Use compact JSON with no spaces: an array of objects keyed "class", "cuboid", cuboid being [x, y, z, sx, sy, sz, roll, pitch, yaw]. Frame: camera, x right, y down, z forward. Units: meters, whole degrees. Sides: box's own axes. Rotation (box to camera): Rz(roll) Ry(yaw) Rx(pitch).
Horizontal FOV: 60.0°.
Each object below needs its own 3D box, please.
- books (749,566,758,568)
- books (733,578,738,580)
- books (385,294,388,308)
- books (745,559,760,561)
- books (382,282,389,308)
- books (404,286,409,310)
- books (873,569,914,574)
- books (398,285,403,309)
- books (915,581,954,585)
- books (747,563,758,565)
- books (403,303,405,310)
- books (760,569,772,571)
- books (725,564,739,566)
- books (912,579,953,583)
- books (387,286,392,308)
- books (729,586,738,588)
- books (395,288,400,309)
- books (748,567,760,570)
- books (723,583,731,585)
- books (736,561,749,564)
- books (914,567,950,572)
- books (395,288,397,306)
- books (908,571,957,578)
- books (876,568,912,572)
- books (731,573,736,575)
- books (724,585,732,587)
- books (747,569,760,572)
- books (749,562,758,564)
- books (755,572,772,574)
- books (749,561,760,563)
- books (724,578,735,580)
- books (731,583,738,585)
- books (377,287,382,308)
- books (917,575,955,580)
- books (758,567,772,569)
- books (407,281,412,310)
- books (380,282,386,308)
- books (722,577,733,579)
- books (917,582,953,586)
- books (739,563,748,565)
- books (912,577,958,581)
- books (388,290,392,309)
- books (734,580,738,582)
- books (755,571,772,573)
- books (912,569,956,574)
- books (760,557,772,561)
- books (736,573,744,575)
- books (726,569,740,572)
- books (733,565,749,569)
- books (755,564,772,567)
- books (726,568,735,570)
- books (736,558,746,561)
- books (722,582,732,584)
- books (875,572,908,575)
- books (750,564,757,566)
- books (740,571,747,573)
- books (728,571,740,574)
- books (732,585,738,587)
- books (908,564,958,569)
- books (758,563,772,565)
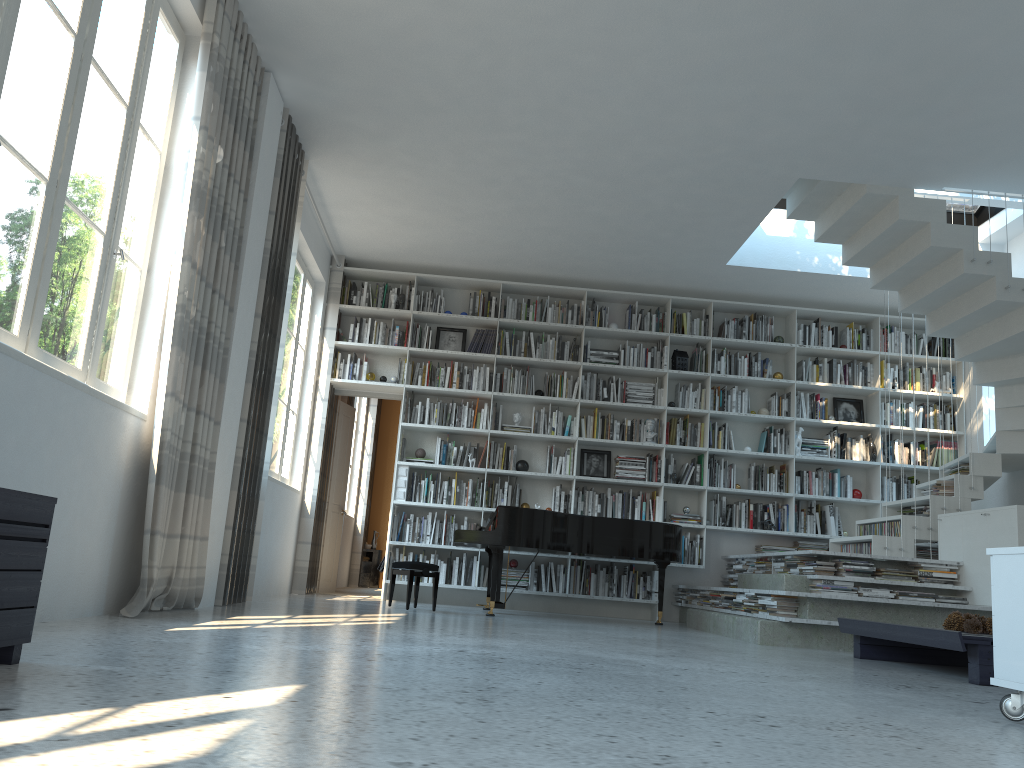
[{"class":"books","cuboid":[2.201,1.620,7.828,0.150,0.013,0.216,5,-12,-2]},{"class":"books","cuboid":[2.136,1.788,8.117,0.149,0.014,0.229,5,-12,-4]},{"class":"books","cuboid":[-1.240,-0.782,8.796,0.024,0.187,0.159,5,-12,-2]},{"class":"books","cuboid":[2.187,1.562,7.839,0.165,0.015,0.243,6,-12,-7]},{"class":"books","cuboid":[-1.262,-0.844,8.818,0.029,0.314,0.129,5,-12,-2]},{"class":"books","cuboid":[-1.043,-0.813,8.816,0.022,0.286,0.175,5,-12,-2]},{"class":"books","cuboid":[2.767,1.368,6.465,0.245,0.013,0.173,5,-12,-3]},{"class":"books","cuboid":[-1.111,-0.820,8.822,0.013,0.291,0.154,5,-12,-2]},{"class":"books","cuboid":[3.060,1.450,6.470,0.259,0.009,0.153,5,-12,-5]},{"class":"books","cuboid":[2.192,1.596,7.833,0.167,0.008,0.235,5,-12,-3]},{"class":"books","cuboid":[-1.072,-0.765,8.806,0.028,0.184,0.168,5,-12,-2]},{"class":"books","cuboid":[2.217,1.588,7.541,0.138,0.017,0.238,5,-12,-3]},{"class":"books","cuboid":[2.151,1.719,8.415,0.171,0.015,0.253,6,-12,-7]},{"class":"books","cuboid":[3.060,1.439,6.478,0.262,0.016,0.132,6,-12,-7]},{"class":"books","cuboid":[-1.219,-0.822,8.812,0.013,0.274,0.158,5,-12,-2]},{"class":"books","cuboid":[2.109,1.862,8.101,0.187,0.009,0.261,4,-12,1]},{"class":"books","cuboid":[-1.132,-0.808,8.806,0.027,0.258,0.147,5,-12,-2]},{"class":"books","cuboid":[2.195,1.635,7.825,0.154,0.018,0.221,5,-12,-3]},{"class":"books","cuboid":[2.109,1.905,8.411,0.170,0.012,0.215,5,-12,-2]},{"class":"books","cuboid":[2.179,1.643,8.134,0.163,0.018,0.290,5,-12,-3]},{"class":"books","cuboid":[3.067,1.354,6.481,0.192,0.024,0.168,4,-12,3]},{"class":"books","cuboid":[-1.157,-0.806,8.808,0.021,0.253,0.179,5,-12,-2]},{"class":"books","cuboid":[3.064,1.392,6.474,0.284,0.030,0.177,5,-12,-1]},{"class":"books","cuboid":[2.768,1.355,6.461,0.203,0.011,0.173,6,-12,-7]},{"class":"books","cuboid":[2.169,1.807,8.398,0.134,0.014,0.181,5,-12,-5]},{"class":"books","cuboid":[2.120,1.918,8.409,0.147,0.014,0.293,5,-12,-2]},{"class":"books","cuboid":[2.183,1.654,7.821,0.164,0.023,0.242,4,-12,2]},{"class":"books","cuboid":[2.198,1.588,7.835,0.160,0.010,0.180,5,-12,-2]},{"class":"books","cuboid":[2.186,1.613,7.535,0.182,0.011,0.254,4,-12,2]},{"class":"books","cuboid":[2.199,1.577,7.837,0.149,0.013,0.220,4,-12,1]},{"class":"books","cuboid":[2.113,1.860,8.420,0.152,0.015,0.208,4,-12,3]},{"class":"books","cuboid":[2.116,1.836,8.106,0.180,0.016,0.183,5,-12,-5]},{"class":"books","cuboid":[-1.308,-0.819,8.815,0.030,0.257,0.130,5,-12,-2]},{"class":"books","cuboid":[3.062,1.416,6.478,0.268,0.014,0.160,5,-12,-3]},{"class":"books","cuboid":[2.206,1.570,7.544,0.159,0.018,0.203,5,-12,-4]},{"class":"books","cuboid":[-1.023,-0.837,8.817,0.014,0.337,0.168,5,-12,-2]},{"class":"books","cuboid":[-1.284,-0.843,8.806,0.014,0.303,0.146,5,-12,-2]},{"class":"books","cuboid":[2.108,1.848,8.423,0.174,0.009,0.240,4,-12,0]},{"class":"books","cuboid":[3.059,1.457,6.459,0.220,0.011,0.178,5,-12,-4]},{"class":"books","cuboid":[2.179,1.658,8.131,0.143,0.012,0.264,4,-12,3]},{"class":"books","cuboid":[3.062,1.422,6.456,0.281,0.008,0.181,4,-12,3]},{"class":"books","cuboid":[-1.204,-0.796,8.807,0.021,0.226,0.156,5,-12,-2]},{"class":"books","cuboid":[2.137,1.813,8.112,0.137,0.018,0.201,6,-12,-6]},{"class":"books","cuboid":[2.194,1.601,7.537,0.178,0.014,0.248,5,-12,-4]},{"class":"books","cuboid":[3.066,1.370,6.470,0.261,0.012,0.180,4,-12,2]},{"class":"books","cuboid":[2.214,1.498,7.559,0.139,0.028,0.262,4,-12,3]},{"class":"books","cuboid":[2.167,1.744,8.113,0.173,0.016,0.233,5,-12,-3]},{"class":"books","cuboid":[2.149,1.774,8.404,0.175,0.017,0.266,4,-12,1]},{"class":"books","cuboid":[2.159,1.683,8.125,0.189,0.030,0.238,5,-12,-5]},{"class":"books","cuboid":[2.199,1.552,7.548,0.179,0.017,0.293,5,-12,-1]},{"class":"books","cuboid":[2.154,1.760,8.407,0.179,0.012,0.262,5,-12,-2]},{"class":"books","cuboid":[2.172,1.617,8.139,0.171,0.020,0.194,6,-12,-7]},{"class":"books","cuboid":[2.113,1.893,8.414,0.159,0.012,0.279,5,-12,-3]},{"class":"books","cuboid":[2.766,1.381,6.468,0.179,0.010,0.160,4,-12,0]},{"class":"books","cuboid":[2.199,1.607,7.831,0.144,0.013,0.221,4,-12,1]},{"class":"books","cuboid":[2.187,1.727,8.118,0.131,0.021,0.240,4,-12,0]},{"class":"books","cuboid":[2.156,1.791,8.401,0.163,0.017,0.233,4,-12,0]},{"class":"books","cuboid":[2.127,1.852,8.104,0.160,0.014,0.268,5,-12,-3]},{"class":"books","cuboid":[3.069,1.334,6.474,0.285,0.013,0.181,6,-12,-7]},{"class":"books","cuboid":[2.203,1.538,7.551,0.161,0.012,0.254,4,-12,2]}]
